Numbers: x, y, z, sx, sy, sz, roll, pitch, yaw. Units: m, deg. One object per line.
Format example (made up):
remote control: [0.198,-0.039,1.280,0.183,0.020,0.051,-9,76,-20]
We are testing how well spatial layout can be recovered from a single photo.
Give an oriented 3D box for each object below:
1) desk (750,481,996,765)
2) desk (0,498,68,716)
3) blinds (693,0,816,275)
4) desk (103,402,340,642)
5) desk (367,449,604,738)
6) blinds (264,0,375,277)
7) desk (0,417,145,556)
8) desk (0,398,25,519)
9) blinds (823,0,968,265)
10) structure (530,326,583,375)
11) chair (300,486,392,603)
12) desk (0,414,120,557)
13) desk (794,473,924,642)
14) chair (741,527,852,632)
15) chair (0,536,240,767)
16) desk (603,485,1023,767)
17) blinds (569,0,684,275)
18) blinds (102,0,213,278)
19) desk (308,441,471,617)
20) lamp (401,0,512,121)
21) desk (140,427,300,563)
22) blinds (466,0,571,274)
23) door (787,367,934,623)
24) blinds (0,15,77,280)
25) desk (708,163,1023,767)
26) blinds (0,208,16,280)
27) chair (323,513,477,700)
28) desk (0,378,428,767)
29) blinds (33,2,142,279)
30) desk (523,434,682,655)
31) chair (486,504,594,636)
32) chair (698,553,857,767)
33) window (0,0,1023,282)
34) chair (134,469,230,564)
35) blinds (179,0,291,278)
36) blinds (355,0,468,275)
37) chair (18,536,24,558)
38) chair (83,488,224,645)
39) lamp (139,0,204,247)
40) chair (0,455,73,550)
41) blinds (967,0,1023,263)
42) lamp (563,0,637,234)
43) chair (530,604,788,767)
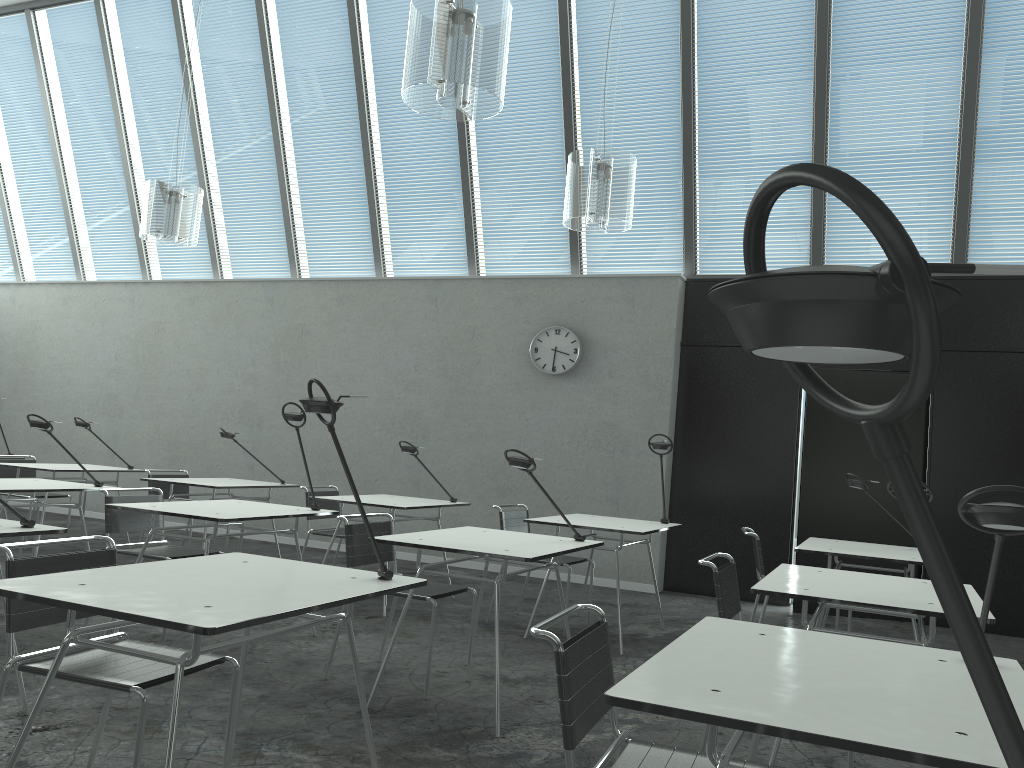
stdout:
desk: [1.248,0.933,3.105,0.700,1.153,0.900,3,-5,23]
desk: [-2.059,0.644,2.832,0.700,1.153,0.900,3,-5,23]
blinds: [1.823,-2.490,6.720,0.889,2.949,1.094,3,-5,23]
desk: [-1.395,0.737,4.361,0.700,1.321,0.900,3,-5,23]
desk: [-0.086,0.878,3.755,0.700,1.153,0.900,3,-5,24]
blinds: [-1.802,-2.655,8.297,0.889,2.949,1.094,3,-5,23]
desk: [-3.467,0.861,6.930,0.700,1.153,0.900,3,-5,23]
desk: [-4.789,0.720,7.548,0.700,1.321,0.900,3,-5,23]
blinds: [2.727,-2.449,6.327,0.889,2.949,1.094,3,-5,23]
structure: [0.368,-0.309,7.404,0.446,0.446,0.077,3,-5,23]
chair: [-1.118,1.160,5.890,0.555,0.765,0.428,3,-5,22]
desk: [-2.767,0.752,4.875,0.700,1.153,0.900,3,-5,23]
desk: [1.883,1.109,4.651,0.700,1.153,0.900,3,-5,23]
chair: [1.501,1.280,4.760,0.555,0.765,0.428,4,-5,12]
chair: [-1.077,0.879,2.375,0.555,0.765,0.428,3,-5,19]
desk: [0.632,0.771,1.718,0.700,1.153,0.900,3,-5,23]
blinds: [0.917,-2.531,7.114,0.889,2.949,1.094,3,-5,23]
blinds: [-3.613,-2.738,9.085,0.889,2.949,1.094,3,-5,23]
desk: [-0.786,0.985,5.777,0.700,1.153,0.900,3,-5,24]
lamp: [-0.118,-2.248,3.218,0.359,2.307,0.350,3,-5,23]
desk: [-2.102,0.930,6.410,0.700,1.153,0.900,3,-5,23]
blinds: [0.010,-2.573,7.509,0.889,2.949,1.094,3,-5,23]
door: [2.560,0.880,6.540,0.940,2.020,0.365,3,-5,23]
blinds: [-5.426,-2.820,9.874,0.889,2.949,1.094,3,-5,23]
desk: [-0.020,0.512,0.208,0.700,1.321,0.900,3,-5,22]
blinds: [-6.332,-2.861,10.269,0.889,2.949,1.094,3,-5,23]
chair: [-0.485,1.051,3.911,0.555,0.765,0.428,2,-5,25]
desk: [-0.738,0.621,2.273,0.700,1.321,0.900,3,-5,23]
blinds: [-4.519,-2.779,9.480,0.889,2.949,1.094,3,-5,23]
desk: [0.555,0.965,5.236,0.700,1.321,0.900,3,-5,24]
chair: [0.170,1.220,5.348,0.555,0.765,0.428,2,-5,27]
chair: [0.955,1.110,3.197,0.555,0.765,0.428,3,-5,23]
window: [-0.883,-2.643,7.932,12.775,3.101,1.144,3,-5,23]
chair: [-2.417,1.107,6.531,0.555,0.765,0.428,2,-5,27]
blinds: [-2.708,-2.696,8.692,0.889,2.949,1.094,3,-5,23]
blinds: [-0.896,-2.614,7.903,0.889,2.949,1.094,3,-5,23]
chair: [-3.099,0.927,4.985,0.555,0.765,0.428,3,-5,23]
chair: [-1.783,0.991,4.467,0.555,0.765,0.428,3,-5,23]
lamp: [-2.144,-2.464,5.945,0.359,2.848,0.350,3,-5,23]
chair: [-3.867,1.034,7.083,0.555,0.765,0.428,3,-5,23]
blinds: [3.632,-2.424,5.928,0.889,2.982,1.106,3,-5,23]
lamp: [0.560,-2.341,4.768,0.359,2.848,0.350,3,-5,23]
chair: [0.319,0.945,1.788,0.555,0.765,0.428,3,-5,20]
